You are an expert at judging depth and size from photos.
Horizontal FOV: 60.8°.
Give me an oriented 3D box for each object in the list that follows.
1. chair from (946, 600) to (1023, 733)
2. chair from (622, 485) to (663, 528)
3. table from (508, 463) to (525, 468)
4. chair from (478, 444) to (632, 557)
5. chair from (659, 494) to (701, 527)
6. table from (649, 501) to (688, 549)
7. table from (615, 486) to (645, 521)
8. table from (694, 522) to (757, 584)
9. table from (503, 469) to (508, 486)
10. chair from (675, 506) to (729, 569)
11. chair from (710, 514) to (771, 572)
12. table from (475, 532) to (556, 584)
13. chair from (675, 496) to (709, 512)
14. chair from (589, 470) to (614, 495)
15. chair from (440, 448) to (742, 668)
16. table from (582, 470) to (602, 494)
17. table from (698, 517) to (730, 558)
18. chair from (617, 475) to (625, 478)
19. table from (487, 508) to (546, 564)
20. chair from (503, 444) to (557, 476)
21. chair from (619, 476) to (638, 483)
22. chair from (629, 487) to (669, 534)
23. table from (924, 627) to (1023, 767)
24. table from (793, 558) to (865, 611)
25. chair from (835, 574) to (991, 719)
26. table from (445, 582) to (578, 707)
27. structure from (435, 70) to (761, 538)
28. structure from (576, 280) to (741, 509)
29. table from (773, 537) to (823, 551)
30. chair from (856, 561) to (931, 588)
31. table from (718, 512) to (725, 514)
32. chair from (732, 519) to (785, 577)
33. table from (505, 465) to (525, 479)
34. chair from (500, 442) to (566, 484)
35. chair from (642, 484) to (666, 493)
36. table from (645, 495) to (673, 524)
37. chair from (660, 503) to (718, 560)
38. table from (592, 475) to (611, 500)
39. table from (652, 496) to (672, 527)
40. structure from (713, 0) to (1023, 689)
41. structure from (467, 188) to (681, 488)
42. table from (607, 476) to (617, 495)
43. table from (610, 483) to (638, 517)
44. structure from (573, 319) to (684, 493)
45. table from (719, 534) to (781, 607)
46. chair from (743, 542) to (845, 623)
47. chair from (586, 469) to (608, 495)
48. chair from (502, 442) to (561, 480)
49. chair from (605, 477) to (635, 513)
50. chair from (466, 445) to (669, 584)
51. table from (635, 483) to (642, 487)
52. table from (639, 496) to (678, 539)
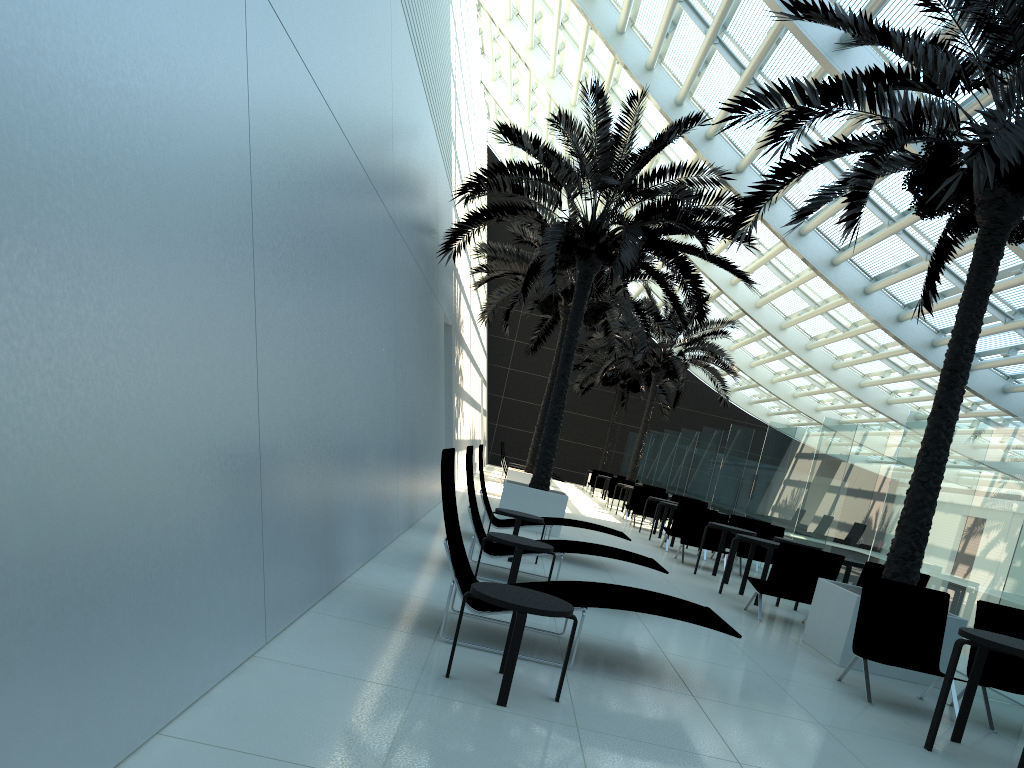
[{"bbox_3d":[3.959,2.204,6.573,0.716,0.895,0.880,13,2,0],"label":"chair"},{"bbox_3d":[3.144,2.934,21.117,0.716,0.895,0.880,13,2,0],"label":"chair"},{"bbox_3d":[0.138,2.948,29.189,0.541,0.521,0.563,14,2,43],"label":"table"},{"bbox_3d":[0.481,1.541,10.901,2.038,1.168,0.913,13,3,-1],"label":"chair"},{"bbox_3d":[4.054,3.142,21.137,0.716,0.895,0.880,13,2,0],"label":"chair"},{"bbox_3d":[3.077,2.696,16.657,0.663,0.787,0.690,15,3,43],"label":"table"},{"bbox_3d":[3.108,3.058,22.300,0.663,0.787,0.690,15,3,43],"label":"table"},{"bbox_3d":[3.063,2.430,12.480,0.664,0.787,0.689,15,3,38],"label":"table"},{"bbox_3d":[0.109,2.613,23.964,0.541,0.521,0.562,14,2,38],"label":"table"},{"bbox_3d":[3.089,2.458,13.764,0.716,0.895,0.880,13,2,0],"label":"chair"},{"bbox_3d":[4.022,2.780,15.494,0.716,0.895,0.880,13,2,0],"label":"chair"},{"bbox_3d":[0.016,1.537,7.195,0.541,0.521,0.563,14,2,43],"label":"table"},{"bbox_3d":[4.030,3.029,19.440,0.716,0.895,0.880,13,2,0],"label":"chair"},{"bbox_3d":[3.183,3.545,30.695,0.716,0.895,0.880,13,2,0],"label":"chair"},{"bbox_3d":[0.453,1.211,5.756,2.038,1.168,0.913,13,3,-1],"label":"chair"},{"bbox_3d":[3.171,3.781,33.575,0.691,0.787,0.663,11,3,-43],"label":"table"},{"bbox_3d":[4.023,2.912,16.677,0.663,0.787,0.690,15,3,43],"label":"table"},{"bbox_3d":[4.116,3.865,32.413,0.716,0.895,0.880,13,2,0],"label":"chair"},{"bbox_3d":[0.030,1.702,9.768,0.541,0.521,0.563,14,2,43],"label":"table"},{"bbox_3d":[0.589,2.787,30.322,2.038,1.168,0.913,13,3,-1],"label":"chair"},{"bbox_3d":[4.093,3.753,30.715,0.716,0.895,0.880,13,2,0],"label":"chair"},{"bbox_3d":[3.120,2.821,19.420,0.716,0.895,0.880,13,2,0],"label":"chair"},{"bbox_3d":[3.024,1.974,5.384,0.691,0.787,0.663,11,3,-43],"label":"table"},{"bbox_3d":[3.991,2.540,10.883,0.663,0.787,0.690,15,3,43],"label":"table"},{"bbox_3d":[3.049,1.996,6.554,0.716,0.895,0.880,13,2,0],"label":"chair"},{"bbox_3d":[0.002,1.371,4.623,0.541,0.521,0.563,14,2,43],"label":"table"},{"bbox_3d":[1.081,-1.059,13.363,4.701,6.894,4.182,11,4,-22],"label":"structure"},{"bbox_3d":[4.253,0.415,26.846,4.847,7.082,4.378,12,4,-7],"label":"structure"},{"bbox_3d":[4.009,2.646,12.500,0.664,0.787,0.689,15,3,38],"label":"table"},{"bbox_3d":[3.990,2.408,9.700,0.716,0.895,0.880,13,2,0],"label":"chair"},{"bbox_3d":[4.040,3.008,18.144,0.664,0.787,0.689,15,3,38],"label":"table"},{"bbox_3d":[3.999,2.667,13.784,0.716,0.895,0.880,13,2,0],"label":"chair"},{"bbox_3d":[0.123,2.778,26.536,0.541,0.521,0.563,14,2,43],"label":"table"},{"bbox_3d":[0.560,2.452,25.097,2.038,1.168,0.913,13,3,-1],"label":"chair"},{"bbox_3d":[4.061,3.388,25.023,0.716,0.895,0.880,13,2,0],"label":"chair"},{"bbox_3d":[4.071,3.368,23.752,0.664,0.787,0.689,15,3,38],"label":"table"},{"bbox_3d":[3.113,2.571,15.474,0.716,0.895,0.880,13,2,0],"label":"chair"},{"bbox_3d":[3.157,3.515,29.398,0.664,0.787,0.689,15,3,38],"label":"table"},{"bbox_3d":[4.054,3.274,22.320,0.663,0.787,0.690,15,3,43],"label":"table"},{"bbox_3d":[4.152,-0.813,7.701,4.761,7.082,4.458,14,4,18],"label":"structure"},{"bbox_3d":[0.921,-0.750,19.357,4.196,6.954,4.688,15,4,33],"label":"structure"},{"bbox_3d":[4.117,3.998,33.596,0.691,0.787,0.663,11,3,-43],"label":"table"},{"bbox_3d":[3.125,3.152,23.731,0.664,0.787,0.689,15,3,38],"label":"table"},{"bbox_3d":[4.323,0.944,34.992,4.514,7.080,4.702,11,4,-21],"label":"structure"},{"bbox_3d":[3.045,2.324,10.862,0.663,0.787,0.690,15,3,43],"label":"table"},{"bbox_3d":[3.080,2.200,9.680,0.716,0.895,0.880,13,2,0],"label":"chair"},{"bbox_3d":[3.206,3.657,32.393,0.716,0.895,0.880,13,2,0],"label":"chair"},{"bbox_3d":[0.574,2.617,27.669,2.038,1.168,0.913,13,3,-1],"label":"chair"},{"bbox_3d":[3.151,3.180,25.003,0.716,0.895,0.880,13,2,0],"label":"chair"},{"bbox_3d":[0.467,1.376,8.328,2.038,1.168,0.913,13,3,-1],"label":"chair"},{"bbox_3d":[4.103,3.732,29.419,0.664,0.787,0.689,15,3,38],"label":"table"},{"bbox_3d":[3.094,2.792,18.123,0.664,0.787,0.689,15,3,38],"label":"table"}]
